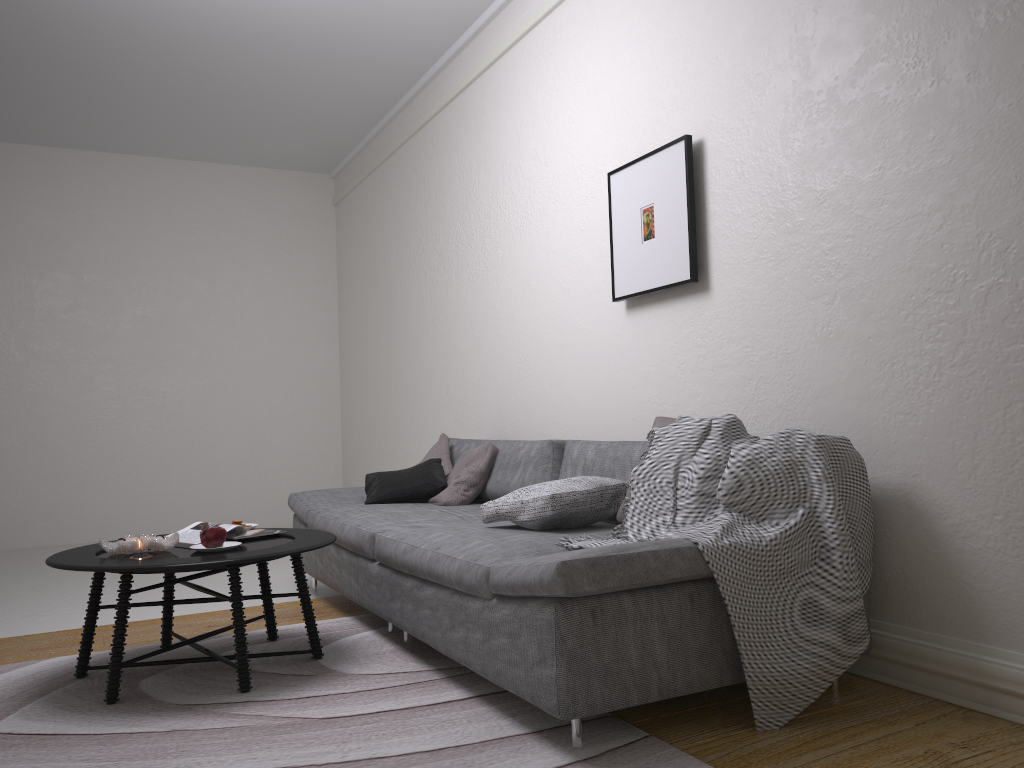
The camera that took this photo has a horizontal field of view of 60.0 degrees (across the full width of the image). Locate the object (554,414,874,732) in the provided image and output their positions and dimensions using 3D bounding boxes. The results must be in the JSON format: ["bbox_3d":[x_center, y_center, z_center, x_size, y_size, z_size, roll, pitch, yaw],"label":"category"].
[{"bbox_3d":[0.572,0.522,2.610,0.869,0.866,0.630,-3,-3,28],"label":"object"}]

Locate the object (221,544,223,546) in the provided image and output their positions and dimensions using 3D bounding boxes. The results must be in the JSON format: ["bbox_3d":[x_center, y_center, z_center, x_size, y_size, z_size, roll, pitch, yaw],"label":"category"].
[{"bbox_3d":[-1.027,0.550,3.093,0.036,0.036,0.043,-1,-3,-18],"label":"object"}]

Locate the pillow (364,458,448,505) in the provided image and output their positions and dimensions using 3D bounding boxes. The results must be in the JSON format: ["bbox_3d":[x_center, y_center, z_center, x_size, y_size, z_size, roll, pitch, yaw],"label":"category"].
[{"bbox_3d":[-0.539,0.522,4.481,0.423,0.268,0.400,-2,-2,-7],"label":"pillow"}]

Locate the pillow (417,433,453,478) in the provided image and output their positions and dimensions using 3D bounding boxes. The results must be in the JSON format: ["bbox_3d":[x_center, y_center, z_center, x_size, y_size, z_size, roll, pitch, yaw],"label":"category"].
[{"bbox_3d":[-0.471,0.495,4.795,0.354,0.448,0.477,-2,-2,-6],"label":"pillow"}]

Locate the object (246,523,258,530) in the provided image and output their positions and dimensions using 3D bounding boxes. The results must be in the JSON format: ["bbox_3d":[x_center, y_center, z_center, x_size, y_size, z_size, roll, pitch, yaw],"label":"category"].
[{"bbox_3d":[-1.094,0.571,3.515,0.171,0.015,0.164,0,-3,-45],"label":"object"}]

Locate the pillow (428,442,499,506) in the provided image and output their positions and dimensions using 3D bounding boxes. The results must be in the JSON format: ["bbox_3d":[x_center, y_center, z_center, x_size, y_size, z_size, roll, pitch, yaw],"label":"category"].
[{"bbox_3d":[-0.268,0.453,4.418,0.343,0.318,0.416,-1,-3,-27],"label":"pillow"}]

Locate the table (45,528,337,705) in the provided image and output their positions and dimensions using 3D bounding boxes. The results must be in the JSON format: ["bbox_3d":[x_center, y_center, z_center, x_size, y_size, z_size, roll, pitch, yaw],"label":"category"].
[{"bbox_3d":[-1.095,0.790,3.113,0.960,0.449,0.928,-1,-3,-29],"label":"table"}]

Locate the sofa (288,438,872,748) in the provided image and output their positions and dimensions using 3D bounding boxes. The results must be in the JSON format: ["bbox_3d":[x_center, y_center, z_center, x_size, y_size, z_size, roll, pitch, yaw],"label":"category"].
[{"bbox_3d":[-0.062,0.625,3.690,1.121,0.772,3.007,-1,-3,-26],"label":"sofa"}]

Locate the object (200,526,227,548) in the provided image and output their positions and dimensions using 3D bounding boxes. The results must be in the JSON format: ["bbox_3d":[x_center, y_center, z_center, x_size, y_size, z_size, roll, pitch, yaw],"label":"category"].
[{"bbox_3d":[-1.015,0.525,3.028,0.110,0.082,0.089,-2,-2,8],"label":"object"}]

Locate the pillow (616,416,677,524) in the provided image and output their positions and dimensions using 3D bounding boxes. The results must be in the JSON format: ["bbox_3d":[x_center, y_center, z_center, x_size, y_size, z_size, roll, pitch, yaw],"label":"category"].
[{"bbox_3d":[0.536,0.299,2.893,0.246,0.390,0.419,-1,-3,-26],"label":"pillow"}]

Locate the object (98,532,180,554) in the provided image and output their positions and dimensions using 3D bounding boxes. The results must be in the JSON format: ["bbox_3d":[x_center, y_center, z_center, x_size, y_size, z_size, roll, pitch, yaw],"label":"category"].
[{"bbox_3d":[-1.279,0.547,3.045,0.256,0.062,0.251,-1,-3,-19],"label":"object"}]

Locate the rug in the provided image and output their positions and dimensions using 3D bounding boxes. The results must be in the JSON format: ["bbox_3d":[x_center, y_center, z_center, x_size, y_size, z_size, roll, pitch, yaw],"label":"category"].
[{"bbox_3d":[-0.554,0.928,1.909,1.983,0.008,3.647,-1,-3,-27],"label":"rug"}]

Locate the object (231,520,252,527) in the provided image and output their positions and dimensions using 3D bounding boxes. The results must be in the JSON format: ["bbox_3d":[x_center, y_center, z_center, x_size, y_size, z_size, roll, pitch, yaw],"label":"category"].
[{"bbox_3d":[-1.095,0.558,3.518,0.117,0.036,0.122,-3,-3,24],"label":"object"}]

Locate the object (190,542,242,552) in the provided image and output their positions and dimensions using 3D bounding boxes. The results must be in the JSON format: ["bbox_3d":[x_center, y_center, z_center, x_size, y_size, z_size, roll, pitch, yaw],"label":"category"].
[{"bbox_3d":[-1.015,0.560,3.039,0.166,0.015,0.169,-3,-3,18],"label":"object"}]

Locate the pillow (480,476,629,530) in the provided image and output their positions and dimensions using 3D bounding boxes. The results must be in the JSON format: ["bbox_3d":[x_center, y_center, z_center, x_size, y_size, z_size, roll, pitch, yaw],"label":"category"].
[{"bbox_3d":[0.153,0.434,3.203,0.414,0.194,0.396,0,-3,-40],"label":"pillow"}]

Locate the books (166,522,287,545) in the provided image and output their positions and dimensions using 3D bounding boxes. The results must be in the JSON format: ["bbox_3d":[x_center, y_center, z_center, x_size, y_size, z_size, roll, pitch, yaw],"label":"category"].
[{"bbox_3d":[-1.101,0.552,3.355,0.299,0.048,0.380,-4,-3,42],"label":"books"}]
